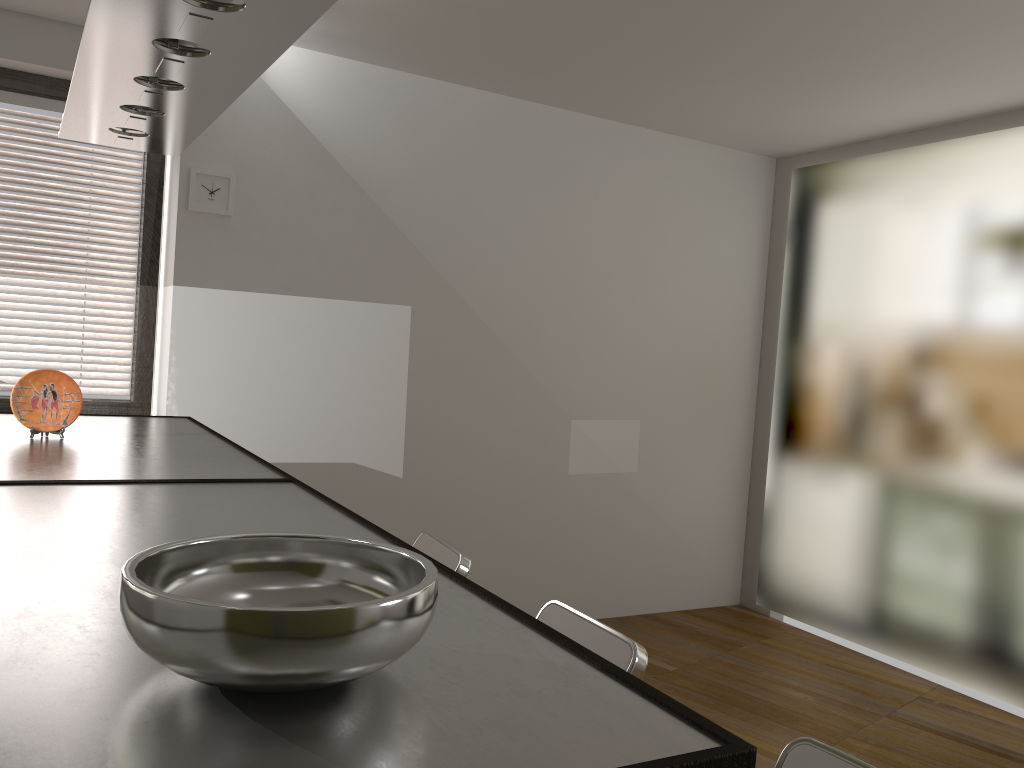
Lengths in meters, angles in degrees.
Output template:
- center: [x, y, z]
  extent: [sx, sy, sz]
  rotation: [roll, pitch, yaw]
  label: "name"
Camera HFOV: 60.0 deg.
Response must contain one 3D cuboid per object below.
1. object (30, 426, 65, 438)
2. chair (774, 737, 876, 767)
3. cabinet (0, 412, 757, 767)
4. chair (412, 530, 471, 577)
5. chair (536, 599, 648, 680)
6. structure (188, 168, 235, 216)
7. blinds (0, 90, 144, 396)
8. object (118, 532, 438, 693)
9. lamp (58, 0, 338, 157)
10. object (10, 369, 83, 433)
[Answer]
- center: [-1.319, 0.085, 2.515]
  extent: [0.088, 0.131, 0.072]
  rotation: [3, 3, -34]
  label: "object"
- center: [0.399, 1.025, 1.271]
  extent: [0.460, 0.857, 0.418]
  rotation: [3, 3, -34]
  label: "chair"
- center: [-0.829, 0.773, 1.929]
  extent: [0.663, 1.134, 2.947]
  rotation: [3, 2, -29]
  label: "cabinet"
- center: [-0.428, 0.910, 2.744]
  extent: [0.460, 0.857, 0.418]
  rotation: [3, 2, -24]
  label: "chair"
- center: [-0.014, 0.968, 2.008]
  extent: [0.460, 0.857, 0.418]
  rotation: [3, 2, -29]
  label: "chair"
- center: [-1.290, -0.824, 3.812]
  extent: [0.180, 0.180, 0.026]
  rotation: [3, 2, -29]
  label: "structure"
- center: [-5.897, -3.420, 4.796]
  extent: [9.030, 12.704, 16.000]
  rotation: [5, 2, 10]
  label: "blinds"
- center: [-0.234, 0.237, 0.907]
  extent: [0.311, 0.105, 0.311]
  rotation: [4, 2, -16]
  label: "object"
- center: [-0.731, -0.982, 1.888]
  extent: [0.326, 0.683, 1.677]
  rotation: [3, 2, -29]
  label: "lamp"
- center: [-1.317, 0.047, 2.513]
  extent: [0.184, 0.178, 0.055]
  rotation: [3, 3, -33]
  label: "object"
